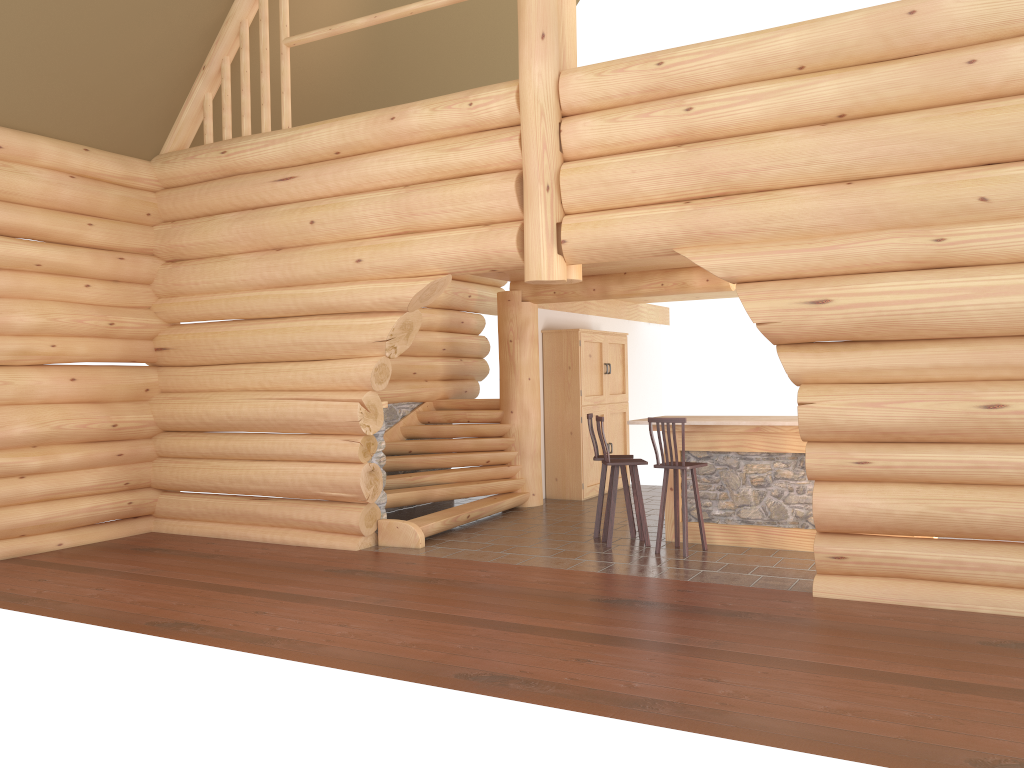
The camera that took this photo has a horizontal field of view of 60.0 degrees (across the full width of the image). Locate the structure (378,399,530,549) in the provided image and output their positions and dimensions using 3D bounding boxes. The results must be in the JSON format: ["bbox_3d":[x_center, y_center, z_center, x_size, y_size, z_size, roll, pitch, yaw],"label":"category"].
[{"bbox_3d":[-1.148,0.865,11.117,1.951,1.643,3.604,-1,0,23],"label":"structure"}]

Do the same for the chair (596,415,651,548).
[{"bbox_3d":[1.129,0.984,9.109,0.504,1.319,0.406,-1,0,-3],"label":"chair"}]

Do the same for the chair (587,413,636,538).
[{"bbox_3d":[1.079,0.982,9.629,0.504,1.319,0.406,-1,0,9],"label":"chair"}]

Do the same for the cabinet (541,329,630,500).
[{"bbox_3d":[1.167,0.419,13.326,0.670,2.403,1.847,-1,0,29],"label":"cabinet"}]

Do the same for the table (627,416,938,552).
[{"bbox_3d":[2.908,0.978,9.004,3.220,1.257,1.196,-1,0,29],"label":"table"}]

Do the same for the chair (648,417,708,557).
[{"bbox_3d":[1.624,0.976,8.635,0.406,1.319,0.504,-1,0,39],"label":"chair"}]
